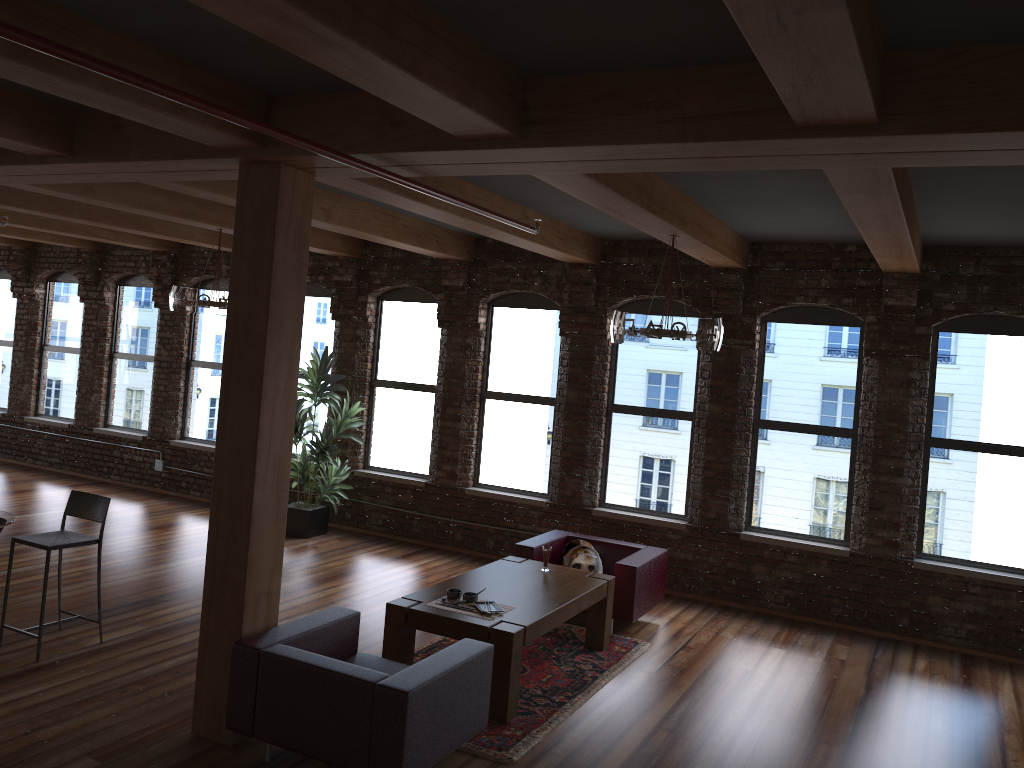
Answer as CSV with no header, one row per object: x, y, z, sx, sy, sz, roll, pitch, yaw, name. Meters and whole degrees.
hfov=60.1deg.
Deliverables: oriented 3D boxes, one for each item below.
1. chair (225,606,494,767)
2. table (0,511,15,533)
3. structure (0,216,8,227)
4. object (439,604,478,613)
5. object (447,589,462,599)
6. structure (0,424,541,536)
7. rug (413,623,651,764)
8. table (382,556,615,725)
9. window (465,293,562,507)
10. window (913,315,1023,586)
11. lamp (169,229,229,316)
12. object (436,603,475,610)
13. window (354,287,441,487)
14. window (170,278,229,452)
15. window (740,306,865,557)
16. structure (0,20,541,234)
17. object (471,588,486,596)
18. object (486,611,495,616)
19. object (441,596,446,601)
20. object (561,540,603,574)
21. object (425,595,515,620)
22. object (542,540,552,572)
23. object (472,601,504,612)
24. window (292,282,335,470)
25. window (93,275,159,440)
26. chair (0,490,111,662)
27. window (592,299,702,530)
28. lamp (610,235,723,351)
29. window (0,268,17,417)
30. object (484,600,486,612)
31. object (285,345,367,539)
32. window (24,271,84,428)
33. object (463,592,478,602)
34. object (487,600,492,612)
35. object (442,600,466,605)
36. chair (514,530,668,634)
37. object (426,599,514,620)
-0.785,1.658,4.658,1.072,0.593,0.864,5,1,26,chair
-3.415,1.266,5.286,0.720,0.925,0.723,4,0,-39,table
-6.517,-1.624,5.748,0.051,0.112,6.800,5,2,26,structure
-0.336,1.405,5.558,0.270,0.008,0.007,5,1,22,object
-0.377,1.375,5.798,0.098,0.043,0.099,3,2,-38,object
-5.520,0.879,11.991,13.721,0.313,1.632,5,2,20,structure
-0.062,1.963,6.100,1.345,0.009,2.459,6,2,26,rug
-0.026,1.692,6.148,0.901,0.550,1.748,5,2,26,table
0.060,0.118,9.427,0.970,2.216,0.235,5,-1,26,window
3.987,0.507,7.463,0.970,2.216,0.235,5,-1,26,window
-2.803,-1.067,8.427,0.808,0.815,0.810,4,1,-21,lamp
-0.360,1.402,5.591,0.270,0.008,0.007,5,1,16,object
-1.247,-0.011,10.081,0.970,2.216,0.235,5,-1,26,window
-3.867,-0.271,11.389,0.970,2.216,0.231,5,-1,26,window
2.678,0.377,8.118,0.970,2.216,0.235,5,-1,26,window
-1.323,-1.109,3.150,0.051,0.112,6.800,5,2,26,structure
-0.239,1.361,5.753,0.137,0.080,0.045,4,0,-8,object
-0.134,1.418,5.465,0.059,0.021,0.018,5,1,13,object
-0.441,1.384,5.705,0.018,0.021,0.059,4,2,-22,object
0.567,1.492,7.445,0.364,0.297,0.755,5,2,-2,object
-0.265,1.413,5.635,0.470,0.001,0.352,6,2,26,object
0.270,1.303,6.734,0.095,0.232,0.076,5,0,-31,object
-0.151,1.413,5.603,0.154,0.018,0.213,4,2,-18,object
-2.557,-0.141,10.736,0.970,2.216,0.235,5,-1,26,window
-5.176,-0.400,12.046,0.970,2.216,0.236,5,-1,26,window
-3.019,1.242,5.878,0.430,0.982,0.466,5,0,26,chair
1.369,0.248,8.772,0.970,2.216,0.235,5,-1,26,window
1.147,-0.676,6.452,0.808,0.815,0.811,4,1,-23,lamp
-7.792,-0.659,13.353,0.970,2.216,0.233,5,-1,26,window
-0.170,1.399,5.596,0.007,0.008,0.270,5,2,0,object
-2.229,0.605,9.865,1.082,2.104,0.964,5,0,39,object
-6.486,-0.530,12.698,0.970,2.216,0.229,5,-1,26,window
-0.271,1.385,5.748,0.098,0.043,0.099,4,2,-26,object
-0.144,1.401,5.607,0.007,0.008,0.270,5,2,-8,object
-0.368,1.387,5.647,0.153,0.030,0.045,5,1,11,object
0.664,1.675,7.525,1.072,0.593,0.864,5,1,26,chair
-0.265,1.413,5.634,0.471,0.003,0.331,6,2,26,object
